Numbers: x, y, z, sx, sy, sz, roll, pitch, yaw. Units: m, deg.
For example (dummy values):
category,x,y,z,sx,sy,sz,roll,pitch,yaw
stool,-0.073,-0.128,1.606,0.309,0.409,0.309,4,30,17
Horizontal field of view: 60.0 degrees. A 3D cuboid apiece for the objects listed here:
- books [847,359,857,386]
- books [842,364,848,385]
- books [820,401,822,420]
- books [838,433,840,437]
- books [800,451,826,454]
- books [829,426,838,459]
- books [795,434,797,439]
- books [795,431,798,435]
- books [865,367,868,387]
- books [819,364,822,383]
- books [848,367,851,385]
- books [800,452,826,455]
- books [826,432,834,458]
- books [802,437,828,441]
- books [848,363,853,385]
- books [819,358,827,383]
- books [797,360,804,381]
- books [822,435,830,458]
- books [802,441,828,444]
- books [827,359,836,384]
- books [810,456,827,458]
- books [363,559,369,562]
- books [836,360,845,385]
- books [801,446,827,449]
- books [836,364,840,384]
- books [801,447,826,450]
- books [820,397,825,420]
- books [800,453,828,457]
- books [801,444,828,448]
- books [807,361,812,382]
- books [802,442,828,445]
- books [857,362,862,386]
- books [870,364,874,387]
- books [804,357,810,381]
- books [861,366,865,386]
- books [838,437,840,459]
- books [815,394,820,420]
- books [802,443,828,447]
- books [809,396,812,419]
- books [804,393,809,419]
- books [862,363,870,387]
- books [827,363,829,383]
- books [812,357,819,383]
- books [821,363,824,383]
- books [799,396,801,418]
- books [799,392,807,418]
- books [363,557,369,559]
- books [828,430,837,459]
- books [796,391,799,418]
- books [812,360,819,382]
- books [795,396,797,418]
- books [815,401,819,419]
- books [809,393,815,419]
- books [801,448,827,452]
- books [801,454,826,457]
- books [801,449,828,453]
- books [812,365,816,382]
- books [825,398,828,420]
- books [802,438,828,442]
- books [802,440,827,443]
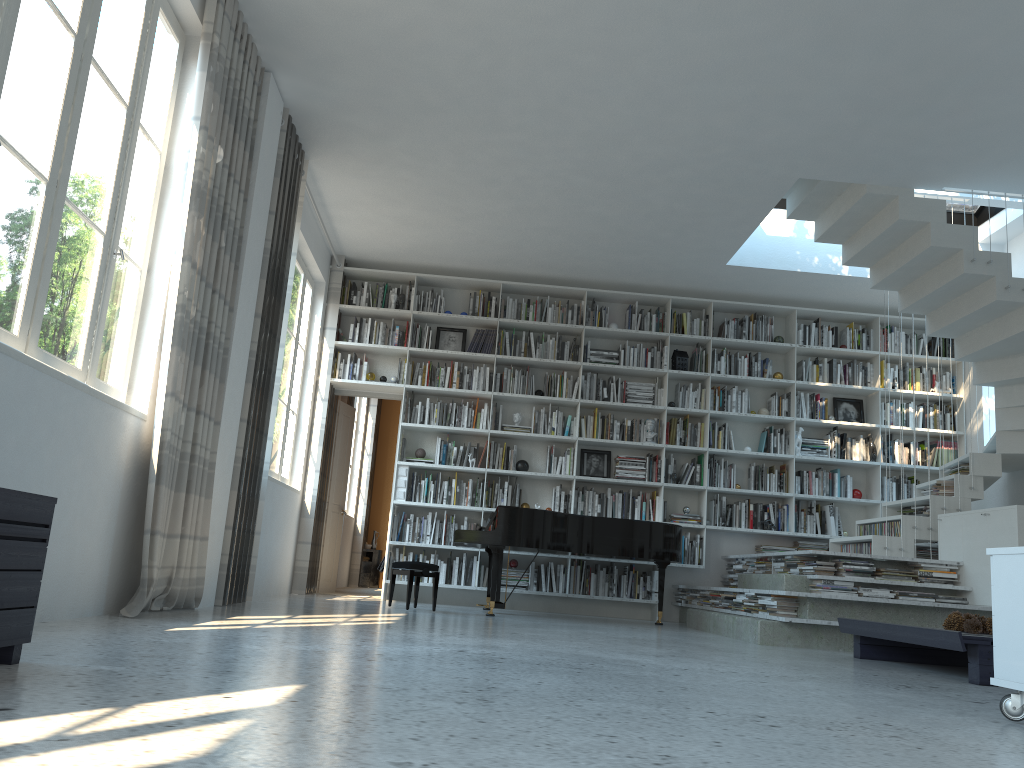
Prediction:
category,x,y,z,sx,sy,sz,roll,pitch,yaw
books,3.403,-0.082,8.885,0.022,0.294,0.181,5,-12,-2
books,3.316,-0.063,8.874,0.014,0.239,0.189,5,-12,-2
books,3.037,0.290,8.806,0.033,0.212,0.153,5,-12,-2
books,3.204,0.634,8.755,0.013,0.279,0.131,5,-12,-2
books,2.937,0.683,8.729,0.254,0.012,0.161,4,-12,0
books,3.166,0.597,8.735,0.010,0.338,0.180,5,-12,-2
books,2.750,0.619,8.707,0.027,0.221,0.184,5,-12,-2
books,2.778,0.605,8.742,0.028,0.266,0.138,5,-12,-2
books,3.526,-0.038,8.901,0.022,0.233,0.158,5,-12,-2
books,3.059,-0.074,8.881,0.030,0.223,0.158,5,-12,-2
books,3.351,-0.048,8.880,0.031,0.217,0.166,5,-12,-2
books,2.936,0.694,8.722,0.254,0.012,0.161,4,-12,2
books,3.141,0.627,8.756,0.012,0.284,0.160,5,-12,-2
books,2.950,0.554,8.755,0.285,0.012,0.160,4,-12,0
books,3.379,-0.066,8.894,0.023,0.263,0.156,5,-12,-2
books,3.113,-0.102,8.882,0.026,0.287,0.156,5,-12,-2
books,2.887,-0.102,8.881,0.012,0.253,0.161,5,-12,-2
books,3.097,0.636,8.741,0.012,0.253,0.161,5,-12,-2
books,2.947,0.589,8.748,0.285,0.012,0.160,4,-12,0
books,3.168,-0.095,8.840,0.032,0.265,0.246,5,-12,-2
books,2.933,0.729,8.714,0.285,0.012,0.160,4,-12,2
books,-2.108,2.463,12.412,0.128,0.030,0.182,0,-13,19
books,3.286,-0.082,8.901,0.048,0.282,0.162,5,-12,-2
books,2.944,0.634,8.732,0.254,0.012,0.161,4,-12,3
books,3.230,-0.066,8.867,0.030,0.229,0.187,5,-12,-2
books,2.940,0.648,8.740,0.254,0.012,0.161,5,-12,-2
books,3.066,0.272,8.811,0.021,0.252,0.167,5,-12,-2
books,2.935,0.705,8.717,0.285,0.012,0.160,4,-12,3
books,2.945,0.623,8.739,0.285,0.012,0.160,5,-12,-5
books,2.969,-0.092,8.890,0.026,0.250,0.131,5,-12,-2
books,2.947,0.599,8.739,0.285,0.012,0.160,6,-12,-7
books,3.455,-0.066,8.886,0.036,0.271,0.177,5,-12,-2
books,3.579,-0.050,8.900,0.031,0.264,0.170,5,-12,-2
books,2.932,-0.112,8.884,0.051,0.281,0.167,5,-12,-2
books,3.487,-0.047,8.891,0.030,0.240,0.162,5,-12,-2
books,3.182,0.650,8.733,0.030,0.236,0.179,5,-12,-2
books,3.017,0.252,8.809,0.014,0.284,0.176,5,-12,-2
books,2.946,0.612,8.743,0.285,0.012,0.160,4,-12,0
books,2.942,0.259,8.830,0.043,0.268,0.131,5,-12,-2
books,2.915,0.246,8.820,0.012,0.284,0.160,5,-12,-2
books,3.551,-0.061,8.903,0.026,0.283,0.147,5,-12,-2
books,3.136,-0.073,8.888,0.025,0.238,0.143,5,-12,-2
books,3.041,-0.110,8.887,0.011,0.295,0.163,5,-12,-2
books,3.085,-0.074,8.897,0.024,0.235,0.147,5,-12,-2
books,2.834,0.255,8.802,0.011,0.247,0.156,5,-12,-2
books,2.874,0.240,8.813,0.065,0.288,0.146,5,-12,-2
books,-2.110,2.437,12.417,0.189,0.022,0.133,15,-16,-40
books,3.154,0.615,8.732,0.011,0.299,0.184,5,-12,-2
books,2.823,0.230,8.816,0.015,0.300,0.141,5,-12,-2
books,3.022,-0.097,8.875,0.026,0.260,0.167,5,-12,-2
books,2.798,0.254,8.823,0.030,0.253,0.128,5,-12,-2
books,3.001,0.286,8.789,0.013,0.206,0.190,5,-12,-2
books,2.971,0.247,8.809,0.012,0.287,0.177,5,-12,-2
books,2.940,0.658,8.727,0.254,0.012,0.161,6,-12,-7
books,2.934,0.718,8.717,0.254,0.012,0.161,6,-12,-6
books,2.939,0.671,8.731,0.285,0.012,0.160,5,-12,-4
books,2.994,-0.074,8.864,0.025,0.207,0.175,5,-12,-2
books,3.089,0.277,8.801,0.026,0.243,0.178,5,-12,-2
books,2.949,0.565,8.753,0.285,0.012,0.160,5,-12,-4
books,2.948,0.577,8.750,0.254,0.012,0.161,4,-12,0
